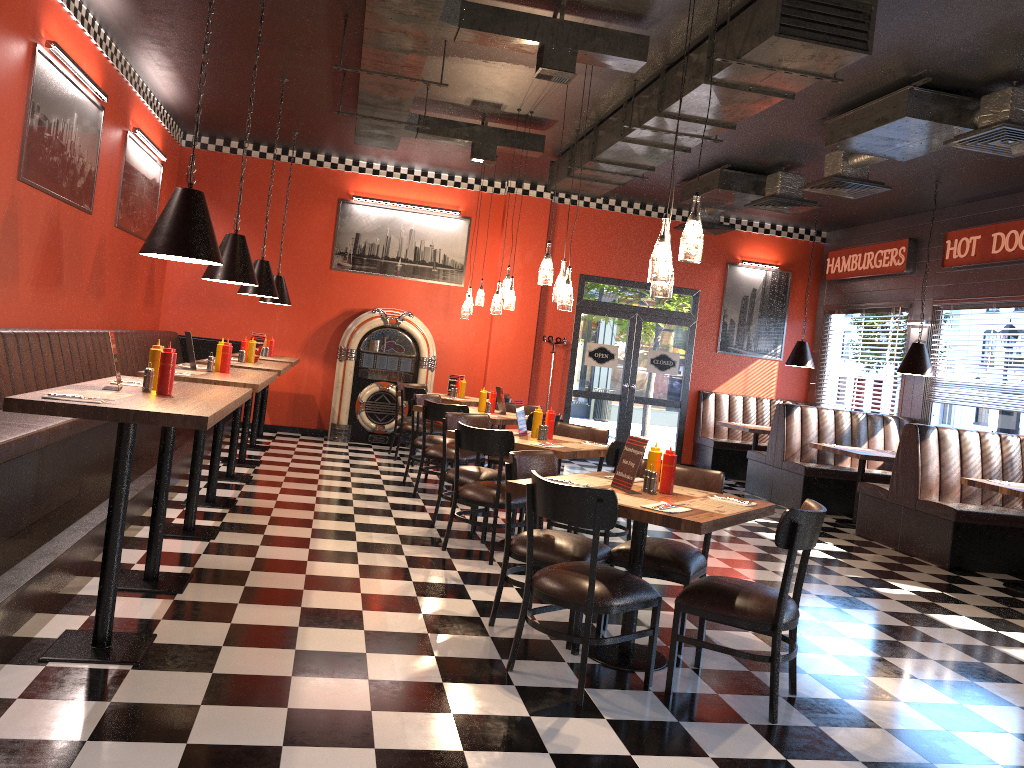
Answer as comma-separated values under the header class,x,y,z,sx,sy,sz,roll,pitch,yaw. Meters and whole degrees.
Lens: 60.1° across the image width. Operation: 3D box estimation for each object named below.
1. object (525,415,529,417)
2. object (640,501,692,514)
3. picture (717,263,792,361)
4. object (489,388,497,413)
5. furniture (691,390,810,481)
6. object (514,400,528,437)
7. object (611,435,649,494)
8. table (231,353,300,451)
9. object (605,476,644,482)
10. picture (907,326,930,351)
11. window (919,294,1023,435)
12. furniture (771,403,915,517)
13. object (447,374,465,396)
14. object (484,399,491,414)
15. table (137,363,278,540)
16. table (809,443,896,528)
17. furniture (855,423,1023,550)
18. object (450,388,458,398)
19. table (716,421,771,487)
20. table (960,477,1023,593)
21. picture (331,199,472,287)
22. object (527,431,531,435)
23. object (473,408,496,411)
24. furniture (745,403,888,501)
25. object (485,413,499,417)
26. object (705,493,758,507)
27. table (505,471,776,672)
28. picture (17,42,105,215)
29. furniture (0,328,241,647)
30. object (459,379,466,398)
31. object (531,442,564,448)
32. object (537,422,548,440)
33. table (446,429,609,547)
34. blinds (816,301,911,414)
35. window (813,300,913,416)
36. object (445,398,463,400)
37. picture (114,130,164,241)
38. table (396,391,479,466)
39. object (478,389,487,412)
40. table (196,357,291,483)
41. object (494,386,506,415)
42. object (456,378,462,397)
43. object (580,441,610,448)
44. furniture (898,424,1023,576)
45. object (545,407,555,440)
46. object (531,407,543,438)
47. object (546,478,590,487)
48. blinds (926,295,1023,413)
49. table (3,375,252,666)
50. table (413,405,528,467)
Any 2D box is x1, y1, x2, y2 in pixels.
class,x,y,z,sx,sy,sz,roll,pitch,yaw
object,0.165,0.309,8.511,0.255,0.019,0.157,8,2,37
object,0.675,0.528,3.822,0.158,0.019,0.254,8,2,37
picture,3.511,-1.040,12.808,1.022,1.302,0.016,7,-1,-11
object,-0.189,0.157,8.497,0.068,0.238,0.068,7,0,-6
furniture,3.502,0.765,12.474,1.707,1.155,0.706,6,0,-11
object,0.066,0.247,6.458,0.072,0.257,0.188,6,0,19
object,0.561,0.380,4.231,0.072,0.257,0.188,7,0,-21
table,-2.905,0.178,10.279,0.695,1.000,1.694,7,1,-11
object,0.589,0.490,4.642,0.158,0.019,0.254,8,2,35
picture,4.874,-0.432,10.655,0.012,0.537,0.351,7,0,-11
window,5.136,-0.089,9.491,0.127,1.714,2.029,7,1,-11
furniture,3.961,0.899,10.131,1.707,1.155,0.706,6,0,-11
object,-0.669,0.021,10.570,0.188,0.257,0.072,7,0,-1
object,-0.226,0.209,8.402,0.046,0.136,0.094,7,0,-21
table,-2.087,0.415,6.109,0.695,1.000,1.694,7,1,-11
table,4.096,1.134,9.290,1.690,0.774,0.958,6,1,-11
furniture,4.285,0.993,8.479,1.707,1.155,0.706,6,0,-11
object,-0.678,0.088,10.391,0.093,0.136,0.047,7,0,-11
table,3.635,1.000,11.644,1.690,0.774,0.958,6,1,-11
table,4.553,1.267,6.961,1.690,0.774,0.958,6,1,-11
picture,-1.462,-1.873,11.819,1.768,0.940,0.023,6,-1,-11
object,0.167,0.370,6.709,0.158,0.019,0.254,8,2,27
object,-0.287,0.245,8.831,0.158,0.019,0.254,8,2,34
furniture,3.826,0.859,10.823,1.707,1.155,0.706,6,0,-11
object,-0.227,0.279,8.045,0.158,0.019,0.254,8,2,36
object,1.038,0.555,4.264,0.255,0.019,0.157,8,2,38
table,0.590,0.903,4.214,0.959,0.774,0.958,7,1,34
picture,-3.442,-1.890,6.847,0.023,0.940,1.772,7,1,-11
furniture,-3.173,0.182,7.055,1.103,1.149,8.768,6,2,-11
object,-0.576,0.047,10.396,0.068,0.238,0.068,7,0,-14
object,0.250,0.407,5.934,0.158,0.019,0.254,8,2,36
object,0.224,0.332,6.320,0.047,0.136,0.093,6,0,39
table,0.159,0.781,6.333,0.962,0.774,0.954,7,1,34
blinds,4.606,-0.251,11.811,0.099,1.635,1.871,7,1,-11
window,4.676,-0.223,11.835,0.127,1.714,2.029,7,1,-11
object,-0.631,0.165,10.008,0.158,0.019,0.254,8,2,37
picture,-3.951,-2.037,9.439,0.023,0.940,1.772,7,1,-11
table,-0.726,0.539,10.407,0.962,0.774,0.954,7,1,34
object,-0.280,0.147,8.481,0.068,0.238,0.068,7,0,-6
table,-2.493,0.297,8.179,0.695,1.000,1.694,7,1,-11
object,-0.107,0.157,8.490,0.072,0.257,0.188,7,0,-21
object,-0.630,0.039,10.473,0.068,0.238,0.068,7,0,-14
object,0.594,0.431,6.371,0.255,0.019,0.157,8,2,33
furniture,4.421,1.032,7.787,1.707,1.155,0.706,6,0,-11
object,0.274,0.281,6.428,0.068,0.238,0.068,7,0,-6
object,0.183,0.271,6.412,0.068,0.238,0.068,7,0,-6
object,0.267,0.468,4.202,0.255,0.019,0.157,8,2,28
blinds,5.092,-0.330,9.465,0.100,1.206,1.871,7,1,-11
table,-1.679,0.533,4.029,0.695,1.000,1.694,7,1,-11
table,-0.310,0.655,8.423,0.962,0.774,0.954,7,1,34
